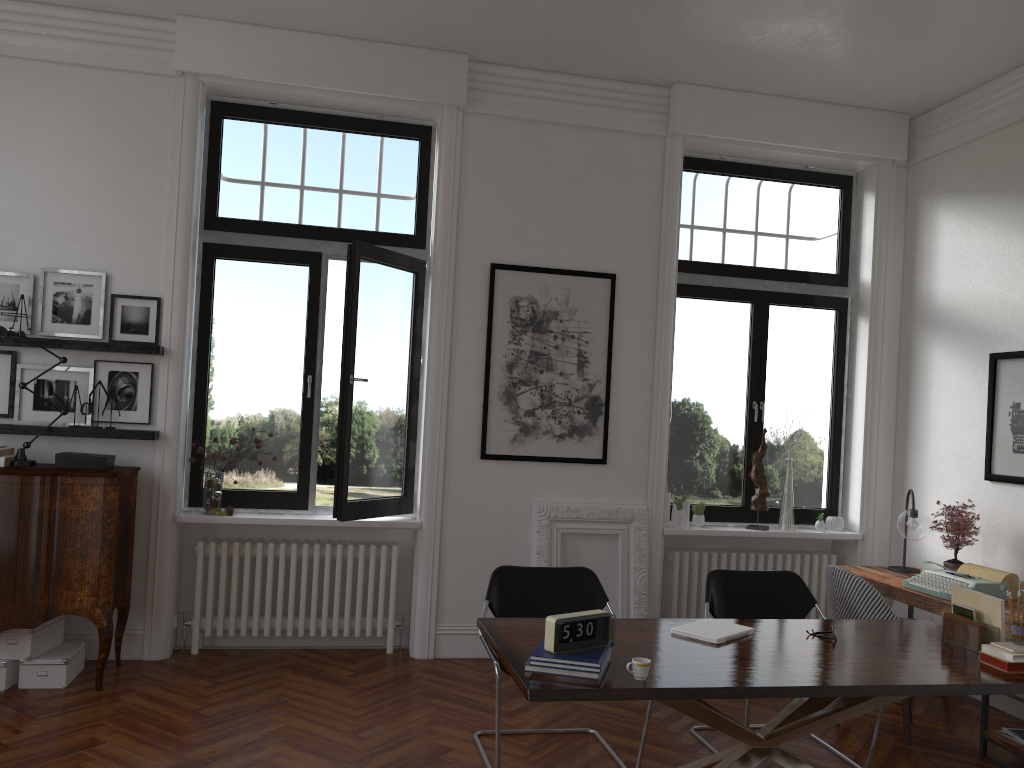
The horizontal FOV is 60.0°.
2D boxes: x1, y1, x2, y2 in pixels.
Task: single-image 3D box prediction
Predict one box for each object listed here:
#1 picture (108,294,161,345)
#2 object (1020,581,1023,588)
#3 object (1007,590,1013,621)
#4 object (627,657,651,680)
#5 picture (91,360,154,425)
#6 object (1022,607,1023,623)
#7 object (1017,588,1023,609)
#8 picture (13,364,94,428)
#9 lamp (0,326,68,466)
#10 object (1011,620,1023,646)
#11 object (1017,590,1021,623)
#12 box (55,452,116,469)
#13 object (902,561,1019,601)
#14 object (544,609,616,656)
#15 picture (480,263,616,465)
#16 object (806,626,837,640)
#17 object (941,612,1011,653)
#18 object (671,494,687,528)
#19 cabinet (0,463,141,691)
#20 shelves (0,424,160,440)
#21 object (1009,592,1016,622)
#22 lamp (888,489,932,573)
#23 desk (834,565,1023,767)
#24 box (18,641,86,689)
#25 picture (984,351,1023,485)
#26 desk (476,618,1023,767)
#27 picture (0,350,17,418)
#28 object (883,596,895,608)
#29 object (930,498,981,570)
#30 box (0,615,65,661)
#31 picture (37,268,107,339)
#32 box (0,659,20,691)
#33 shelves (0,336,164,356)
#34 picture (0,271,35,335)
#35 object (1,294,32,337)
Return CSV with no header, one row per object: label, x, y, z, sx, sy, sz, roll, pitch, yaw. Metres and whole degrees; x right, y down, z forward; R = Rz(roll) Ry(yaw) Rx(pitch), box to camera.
picture,-2.340,-0.396,5.502,0.289,0.303,0.020,3,-1,-12
object,2.898,1.169,4.966,0.058,0.113,0.075,3,-1,-12
object,2.027,0.936,3.594,0.008,0.193,0.049,4,-1,-42
object,0.441,0.994,3.091,0.082,0.065,0.064,3,-1,9
picture,-2.411,0.053,5.488,0.343,0.384,0.020,3,-1,-12
object,2.045,0.936,3.545,0.008,0.193,0.049,3,-1,12
object,2.788,1.163,4.795,0.093,0.101,0.093,3,-1,-20
picture,-2.790,0.074,5.407,0.434,0.365,0.020,3,-1,-12
lamp,-2.826,0.076,5.148,0.174,0.802,0.491,2,-1,43
object,2.044,1.003,3.572,0.058,0.091,0.058,4,-1,-25
object,2.055,0.936,3.599,0.008,0.195,0.032,3,-1,32
box,-2.513,0.453,5.226,0.282,0.086,0.208,3,-2,-12
object,2.582,1.137,5.182,0.484,0.149,0.535,3,-2,-13
object,0.251,0.899,3.215,0.276,0.125,0.082,4,-2,-38
picture,0.254,-0.128,6.055,0.883,1.323,0.035,3,-1,-12
object,1.370,1.079,3.869,0.132,0.047,0.114,1,-2,41
object,2.002,1.050,3.833,0.150,0.166,0.228,3,-2,-12
object,1.189,0.902,6.312,0.102,0.244,0.098,4,-1,-34
cabinet,-2.861,1.075,5.020,1.266,1.217,0.640,3,-1,-12
shelves,-2.926,0.274,5.309,1.515,0.055,0.156,3,-2,-12
object,2.020,0.935,3.568,0.049,0.193,0.008,3,-1,-8
lamp,2.595,0.962,5.789,0.207,0.550,0.442,3,-1,12
desk,2.617,1.596,5.152,0.647,0.757,1.798,3,-2,-12
box,-2.631,1.614,5.085,0.245,0.177,0.394,3,-2,-12
picture,3.120,0.202,5.361,0.050,0.816,0.634,3,-1,-12
desk,1.017,1.450,3.611,2.226,0.751,1.030,3,-2,-12
picture,-3.191,-0.007,5.323,0.373,0.406,0.020,3,-1,-12
object,2.401,1.444,5.787,0.173,0.110,0.173,2,-2,25
object,2.782,0.974,5.568,0.290,0.528,0.308,2,-1,33
box,-2.750,1.432,5.060,0.209,0.177,0.394,3,-2,-2
picture,-2.693,-0.491,5.428,0.369,0.408,0.020,3,-1,-12
box,-2.895,1.598,4.998,0.245,0.177,0.394,3,-2,-7
shelves,-2.898,-0.249,5.314,1.515,0.055,0.158,3,-2,-12
picture,-3.114,-0.495,5.340,0.415,0.367,0.020,3,-1,-12
object,-2.967,-0.409,5.311,0.174,0.260,0.040,3,-1,-12
